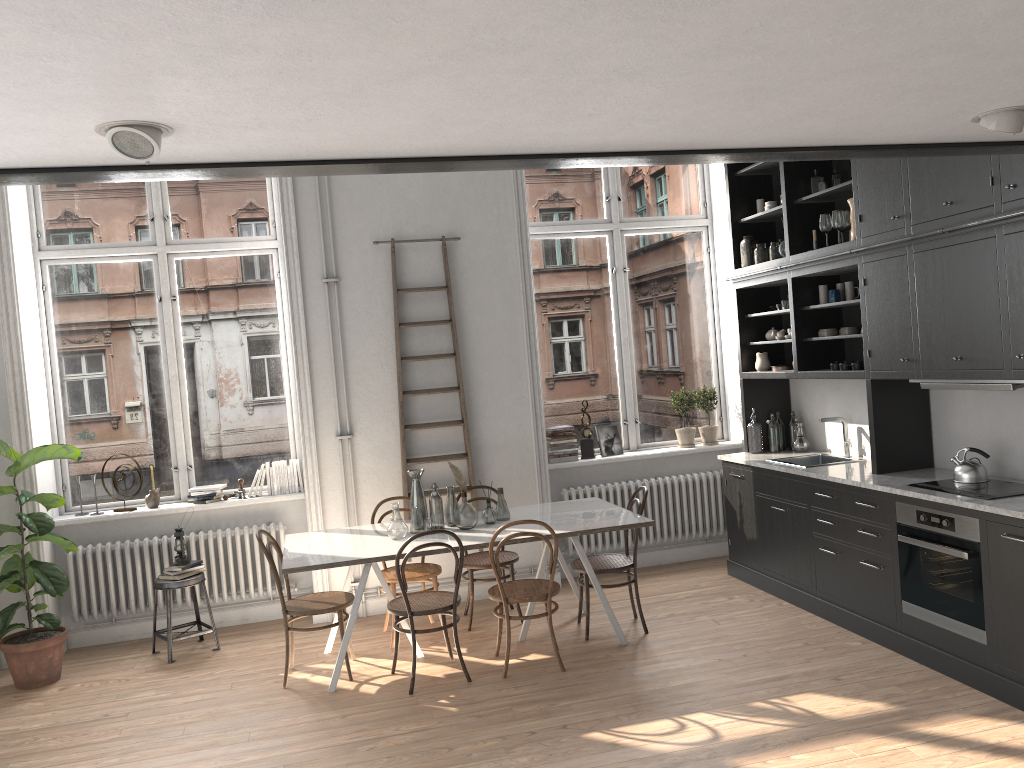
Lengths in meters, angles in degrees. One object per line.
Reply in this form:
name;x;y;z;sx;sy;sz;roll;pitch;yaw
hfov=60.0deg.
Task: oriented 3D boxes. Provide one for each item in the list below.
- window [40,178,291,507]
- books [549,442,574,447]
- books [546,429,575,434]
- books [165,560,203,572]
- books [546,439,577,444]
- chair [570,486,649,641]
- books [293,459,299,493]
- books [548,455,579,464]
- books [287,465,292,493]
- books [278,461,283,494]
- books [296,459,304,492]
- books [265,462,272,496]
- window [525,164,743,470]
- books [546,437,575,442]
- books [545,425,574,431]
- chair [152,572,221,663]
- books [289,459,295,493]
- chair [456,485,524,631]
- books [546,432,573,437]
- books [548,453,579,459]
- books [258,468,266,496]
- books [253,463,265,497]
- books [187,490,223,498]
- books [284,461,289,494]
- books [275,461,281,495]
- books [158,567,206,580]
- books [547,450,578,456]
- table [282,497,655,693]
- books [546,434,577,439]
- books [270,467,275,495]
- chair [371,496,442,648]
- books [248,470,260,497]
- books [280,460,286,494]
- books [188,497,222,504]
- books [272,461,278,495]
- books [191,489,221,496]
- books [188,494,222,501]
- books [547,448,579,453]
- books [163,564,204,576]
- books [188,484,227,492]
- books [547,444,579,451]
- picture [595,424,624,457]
window;-2.627;-0.561;6.780;1.622;2.844;0.013;-5;2;-13
books;0.406;0.496;7.337;0.205;0.022;0.155;-5;2;1
books;0.397;0.388;7.334;0.205;0.020;0.155;-5;2;-13
books;-2.275;1.260;6.149;0.147;0.027;0.221;-4;2;19
books;0.406;0.473;7.343;0.222;0.024;0.158;-5;2;-13
chair;0.653;1.156;5.848;0.549;0.921;0.437;-5;2;-1
books;-1.673;0.710;6.861;0.024;0.243;0.175;-5;2;-13
books;0.403;0.618;7.327;0.248;0.043;0.192;-5;2;-13
books;-1.717;0.733;6.850;0.020;0.205;0.155;-5;2;-13
books;-1.786;0.720;6.850;0.019;0.244;0.174;-5;2;-13
books;-1.642;0.707;6.866;0.040;0.244;0.174;-5;2;-13
books;-1.874;0.727;6.834;0.024;0.243;0.175;-5;2;-13
window;5.974;-5.770;11.815;14.382;15.940;26.395;-5;2;-13
books;0.403;0.451;7.335;0.205;0.022;0.155;-5;2;-18
books;0.388;0.367;7.341;0.201;0.024;0.159;-5;2;-23
chair;-2.270;1.586;6.117;0.364;0.523;0.360;-6;2;-40
books;-1.702;0.712;6.874;0.024;0.243;0.175;-5;2;-13
chair;-0.176;1.212;6.300;0.438;0.921;0.549;-5;2;-6
books;0.386;0.411;7.331;0.231;0.023;0.162;-5;2;2
books;0.403;0.585;7.325;0.249;0.023;0.175;-5;2;-18
books;-1.914;0.751;6.803;0.072;0.203;0.155;-5;2;-13
books;-1.939;0.737;6.796;0.100;0.235;0.174;-5;2;-13
books;-2.313;0.834;6.693;0.221;0.023;0.147;-5;2;3
books;-1.740;0.716;6.843;0.019;0.244;0.174;-5;2;-13
books;-1.801;0.721;6.828;0.019;0.244;0.174;-5;2;-13
books;-2.283;1.310;6.144;0.194;0.034;0.246;-4;2;27
books;0.401;0.562;7.325;0.249;0.023;0.175;-5;2;-13
table;-0.295;1.308;5.671;2.200;0.780;1.100;-5;2;-13
books;0.396;0.431;7.334;0.243;0.019;0.174;-5;2;-13
books;-1.842;0.744;6.820;0.020;0.205;0.155;-5;2;-13
chair;-0.714;1.261;6.092;0.438;0.921;0.549;-5;2;-15
books;-1.977;0.760;6.792;0.105;0.194;0.155;-5;2;-14
books;-1.766;0.718;6.859;0.024;0.243;0.175;-5;2;-13
books;-2.319;0.879;6.697;0.221;0.023;0.147;-4;2;36
books;-1.820;0.724;6.815;0.024;0.243;0.175;-5;2;-13
books;-2.310;0.813;6.681;0.205;0.020;0.155;-5;2;-23
books;-2.314;0.856;6.695;0.205;0.022;0.155;-4;2;7
books;0.406;0.542;7.341;0.255;0.014;0.192;-5;2;-10
books;-2.275;1.283;6.148;0.232;0.029;0.163;-6;2;-42
books;-2.298;0.786;6.705;0.243;0.019;0.174;-5;2;-3
books;0.403;0.521;7.341;0.245;0.028;0.193;-5;2;-18
picture;0.801;0.478;7.479;0.221;0.264;0.149;-6;2;-30
